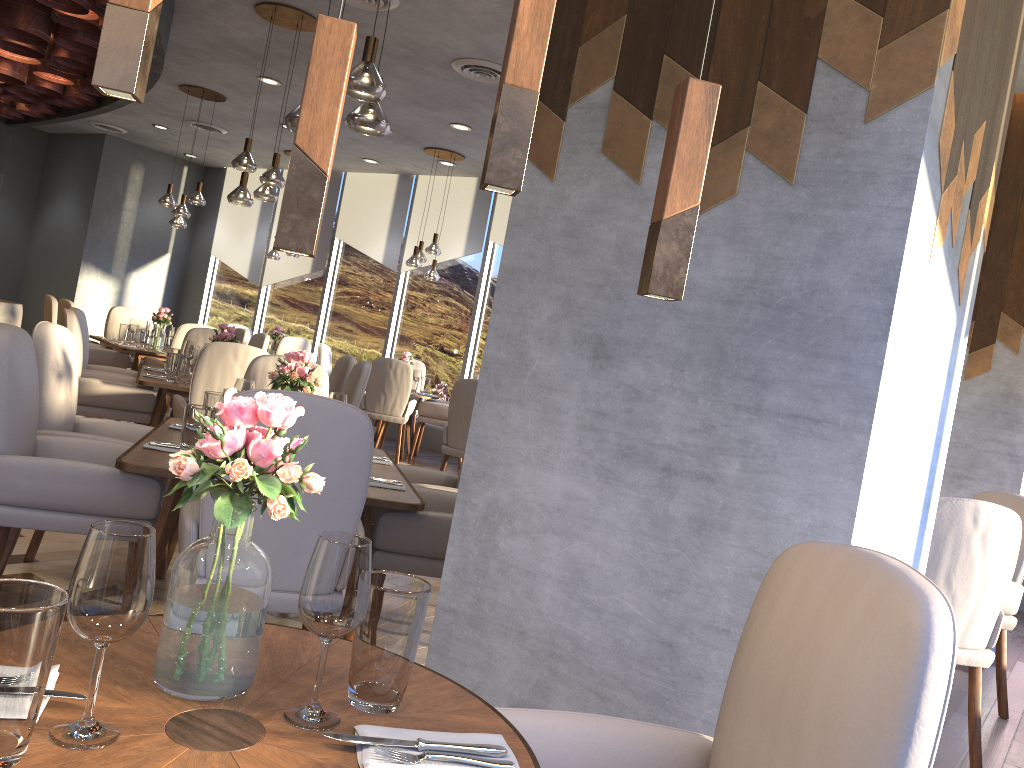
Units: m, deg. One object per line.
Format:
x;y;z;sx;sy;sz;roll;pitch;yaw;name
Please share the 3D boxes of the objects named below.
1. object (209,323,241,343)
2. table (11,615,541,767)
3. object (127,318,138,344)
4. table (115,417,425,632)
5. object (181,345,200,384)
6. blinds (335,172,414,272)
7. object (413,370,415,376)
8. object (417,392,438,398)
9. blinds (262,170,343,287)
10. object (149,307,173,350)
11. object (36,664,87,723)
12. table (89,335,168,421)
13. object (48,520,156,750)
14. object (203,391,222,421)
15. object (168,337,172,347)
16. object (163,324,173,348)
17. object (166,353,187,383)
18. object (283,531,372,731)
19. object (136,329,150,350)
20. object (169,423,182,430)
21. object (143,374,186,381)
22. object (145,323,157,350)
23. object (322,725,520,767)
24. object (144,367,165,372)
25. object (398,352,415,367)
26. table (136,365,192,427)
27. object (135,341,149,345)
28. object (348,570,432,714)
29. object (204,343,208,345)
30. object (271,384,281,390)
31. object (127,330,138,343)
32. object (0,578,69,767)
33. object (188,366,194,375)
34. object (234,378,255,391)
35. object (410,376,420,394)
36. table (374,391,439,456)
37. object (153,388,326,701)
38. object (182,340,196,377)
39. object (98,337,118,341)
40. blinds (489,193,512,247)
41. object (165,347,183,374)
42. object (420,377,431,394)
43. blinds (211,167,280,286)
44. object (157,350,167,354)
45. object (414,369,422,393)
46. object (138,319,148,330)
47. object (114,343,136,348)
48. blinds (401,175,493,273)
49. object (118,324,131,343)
-1.950;-0.203;5.983;0.210;0.416;0.198;11;0;-8;object
-0.429;0.754;1.099;0.836;0.662;0.832;11;1;26;table
-3.717;-0.518;8.677;0.092;0.244;0.092;11;0;4;object
-0.951;0.596;3.384;0.963;0.666;1.309;10;1;-15;table
-2.021;-0.122;5.579;0.092;0.244;0.092;10;0;21;object
-1.648;-2.777;11.202;1.176;2.681;0.007;10;0;35;blinds
-1.063;-0.032;9.158;0.092;0.244;0.092;10;0;28;object
-0.902;0.109;9.288;0.255;0.019;0.157;11;1;3;object
-2.737;-2.555;11.912;1.176;2.681;0.007;10;0;35;blinds
-3.417;-0.544;8.614;0.209;0.416;0.198;11;0;-43;object
-0.649;0.367;1.077;0.254;0.019;0.158;10;1;-17;object
-3.520;-0.017;8.625;0.962;0.666;1.311;10;1;-39;table
-0.473;0.287;1.028;0.092;0.244;0.092;10;0;25;object
-1.168;0.124;3.477;0.102;0.178;0.102;11;0;24;object
-3.484;-0.452;9.111;0.102;0.178;0.102;11;0;-33;object
-3.504;-0.486;9.005;0.092;0.244;0.092;10;0;25;object
-2.084;-0.098;5.486;0.102;0.178;0.102;11;0;35;object
-0.244;0.325;1.181;0.092;0.244;0.092;11;0;-33;object
-3.392;-0.410;8.128;0.102;0.178;0.102;11;0;8;object
-1.262;0.184;3.622;0.255;0.019;0.157;10;1;-12;object
-2.200;-0.042;5.616;0.254;0.019;0.158;10;2;-21;object
-3.358;-0.439;8.234;0.092;0.244;0.092;11;0;-35;object
-0.113;0.466;1.120;0.254;0.019;0.157;10;1;-13;object
-2.417;-0.096;6.146;0.254;0.019;0.158;10;2;-21;object
-1.137;-0.136;9.309;0.198;0.416;0.209;11;0;32;object
-2.063;0.322;5.975;0.962;0.666;1.310;10;1;-22;table
-3.734;-0.416;9.041;0.157;0.019;0.256;9;2;-37;object
-0.181;0.368;1.264;0.102;0.178;0.102;11;0;-7;object
-2.169;-0.168;6.296;0.092;0.244;0.092;11;0;-40;object
-0.993;0.117;3.732;0.092;0.244;0.092;10;0;37;object
-3.815;-0.508;8.907;0.102;0.178;0.102;11;0;29;object
-0.543;0.309;0.940;0.102;0.178;0.102;11;0;19;object
-2.265;-0.154;6.356;0.102;0.178;0.102;11;0;-14;object
-1.091;0.103;3.559;0.092;0.244;0.092;10;0;30;object
-1.010;0.013;9.066;0.102;0.178;0.102;11;0;39;object
-1.241;0.392;9.301;0.836;0.662;0.831;11;1;34;table
-0.387;0.211;1.218;0.210;0.416;0.197;11;0;12;object
-2.238;-0.176;6.109;0.092;0.244;0.092;10;0;27;object
-3.901;-0.437;8.665;0.254;0.019;0.158;9;2;-38;object
0.394;-2.508;9.779;1.176;2.681;0.007;10;0;35;blinds
-2.301;-0.152;6.016;0.102;0.178;0.102;11;0;-5;object
-0.928;0.019;9.450;0.102;0.178;0.102;11;0;29;object
-3.747;-2.762;12.626;1.176;2.681;0.007;10;0;35;blinds
-3.185;-0.292;8.202;0.157;0.019;0.256;9;2;-42;object
-1.011;-0.028;9.390;0.092;0.244;0.092;11;0;0;object
-3.705;-0.521;8.876;0.092;0.244;0.092;11;0;-34;object
-3.541;-0.359;8.222;0.254;0.019;0.158;9;2;-38;object
-0.640;-2.571;10.490;1.176;2.681;0.007;10;0;35;blinds
-3.751;-0.488;8.571;0.102;0.178;0.102;11;0;-22;object
